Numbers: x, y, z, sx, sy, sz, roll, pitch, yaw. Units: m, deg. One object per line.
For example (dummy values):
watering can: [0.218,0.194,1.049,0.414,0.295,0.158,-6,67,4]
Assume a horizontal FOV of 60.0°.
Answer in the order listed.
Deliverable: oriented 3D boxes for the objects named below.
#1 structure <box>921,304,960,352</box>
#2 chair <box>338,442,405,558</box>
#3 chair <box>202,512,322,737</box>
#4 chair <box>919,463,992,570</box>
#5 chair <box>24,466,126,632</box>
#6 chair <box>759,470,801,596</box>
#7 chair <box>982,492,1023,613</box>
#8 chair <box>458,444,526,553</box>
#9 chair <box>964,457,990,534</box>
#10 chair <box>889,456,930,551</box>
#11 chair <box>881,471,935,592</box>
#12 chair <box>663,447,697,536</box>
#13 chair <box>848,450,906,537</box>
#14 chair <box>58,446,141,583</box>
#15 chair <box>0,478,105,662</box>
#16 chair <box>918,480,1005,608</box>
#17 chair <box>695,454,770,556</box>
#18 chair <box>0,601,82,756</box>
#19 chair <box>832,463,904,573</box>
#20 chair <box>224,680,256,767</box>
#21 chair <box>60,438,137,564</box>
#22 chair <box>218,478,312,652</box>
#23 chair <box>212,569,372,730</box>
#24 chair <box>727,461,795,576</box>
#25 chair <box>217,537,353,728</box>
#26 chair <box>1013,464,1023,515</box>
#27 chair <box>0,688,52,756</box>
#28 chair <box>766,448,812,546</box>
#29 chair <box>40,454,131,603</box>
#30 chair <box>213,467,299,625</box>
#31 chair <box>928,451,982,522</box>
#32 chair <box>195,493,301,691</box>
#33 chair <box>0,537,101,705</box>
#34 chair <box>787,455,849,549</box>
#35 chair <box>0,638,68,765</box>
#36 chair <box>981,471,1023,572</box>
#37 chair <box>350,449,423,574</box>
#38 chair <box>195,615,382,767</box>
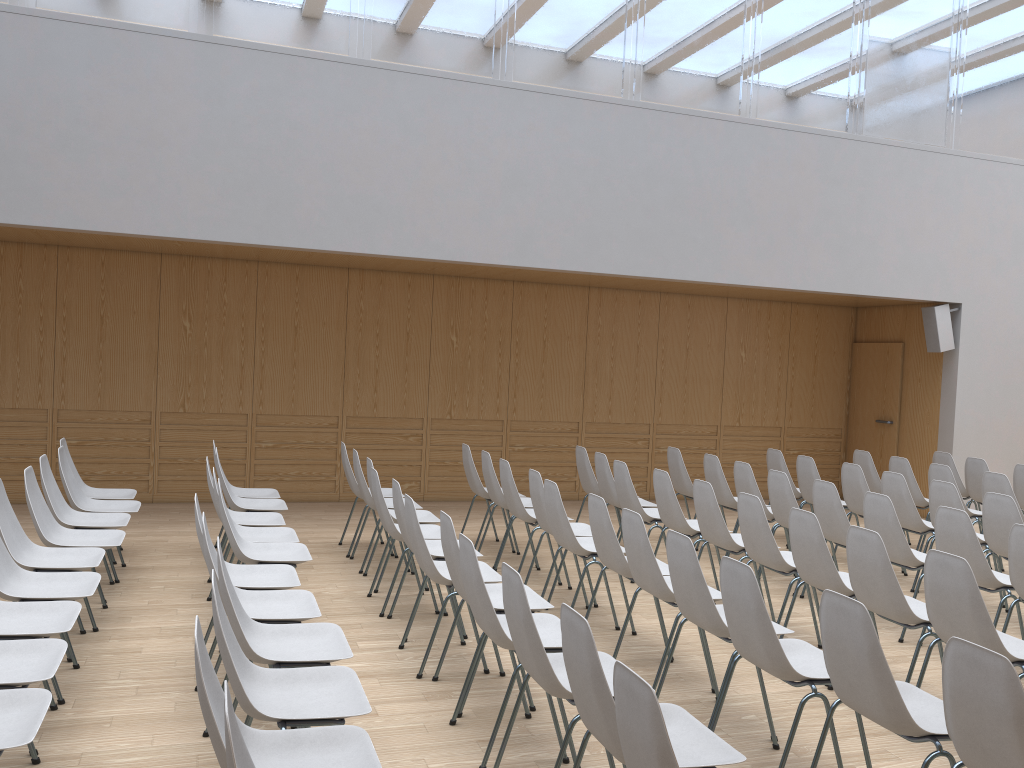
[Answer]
structure: [4.773,-0.621,9.896,0.368,0.542,0.196,2,2,-19]
chair: [-1.138,0.914,7.190,0.505,0.876,0.479,2,2,-19]
chair: [-1.115,1.009,3.916,0.505,0.876,0.479,2,2,-19]
chair: [3.917,1.141,7.767,0.505,0.876,0.479,2,2,-19]
chair: [-2.485,0.911,5.042,0.505,0.876,0.479,2,2,-19]
chair: [2.181,1.089,6.659,0.505,0.876,0.479,2,2,-19]
chair: [3.431,1.170,5.948,0.505,0.876,0.479,2,2,-19]
chair: [-0.174,0.951,7.520,0.505,0.876,0.479,2,2,-19]
chair: [4.655,1.153,8.582,0.505,0.876,0.479,2,2,-19]
chair: [3.788,1.120,8.280,0.505,0.876,0.479,2,2,-19]
chair: [3.160,1.128,6.948,0.505,0.876,0.479,2,2,-19]
chair: [1.682,1.022,8.146,0.505,0.876,0.479,2,2,-19]
chair: [3.646,1.098,8.789,0.505,0.876,0.479,2,2,-19]
chair: [-2.809,0.867,6.038,0.505,0.876,0.479,2,2,-19]
chair: [-2.387,0.929,4.566,0.505,0.876,0.479,2,2,-19]
chair: [3.330,1.149,6.505,0.505,0.876,0.479,2,2,-19]
chair: [1.911,1.047,7.649,0.505,0.876,0.479,2,2,-19]
chair: [-2.029,0.976,3.563,0.505,0.876,0.479,2,2,-19]
chair: [3.037,1.107,7.464,0.505,0.876,0.479,2,2,-19]
chair: [-0.389,1.101,1.969,0.505,0.876,0.479,2,2,-19]
chair: [-3.043,0.841,6.520,0.505,0.876,0.479,2,2,-19]
chair: [-1.381,0.968,4.924,0.505,0.876,0.479,2,2,-19]
chair: [-0.741,1.056,2.931,0.505,0.876,0.479,2,2,-19]
chair: [2.052,1.068,7.169,0.505,0.876,0.479,2,2,-19]
chair: [-0.890,1.034,3.430,0.505,0.876,0.479,2,2,-19]
chair: [4.858,1.176,8.105,0.505,0.876,0.479,2,2,-19]
chair: [-1.654,1.022,2.596,0.505,0.876,0.479,2,2,-19]
chair: [2.691,1.061,8.463,0.505,0.876,0.479,2,2,-19]
chair: [-2.681,0.886,5.569,0.505,0.876,0.479,2,2,-19]
chair: [-1.556,0.947,5.357,0.505,0.876,0.479,2,2,-19]
chair: [4.575,1.134,9.075,0.505,0.876,0.479,2,2,-19]
chair: [-1.318,0.986,4.391,0.505,0.876,0.479,2,2,-19]
chair: [-2.173,0.954,4.055,0.505,0.876,0.479,2,2,-19]
chair: [2.807,1.082,7.933,0.505,0.876,0.479,2,2,-19]
chair: [-1.844,0.999,3.074,0.505,0.876,0.479,2,2,-19]
chair: [4.139,1.165,7.291,0.505,0.876,0.479,2,2,-19]
chair: [-0.956,0.936,6.710,0.505,0.876,0.479,2,2,-19]
chair: [-0.615,1.077,2.427,0.505,0.876,0.479,2,2,-19]
